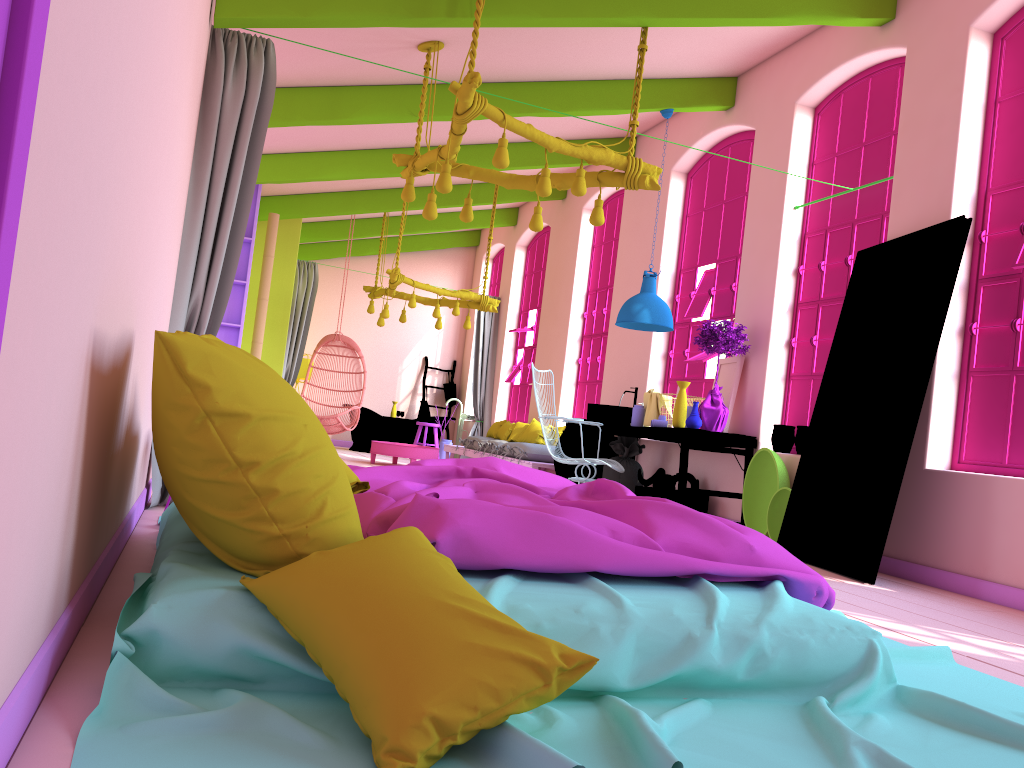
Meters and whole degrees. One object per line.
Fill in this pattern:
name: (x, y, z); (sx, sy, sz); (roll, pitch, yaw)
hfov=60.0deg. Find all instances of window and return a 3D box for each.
window: (1.135, -0.894, 10.874); (0.072, 3.045, 1.275); (8, -3, -19)
window: (1.941, -0.910, 8.549); (0.493, 3.002, 1.497); (8, -3, -19)
window: (3.194, -0.947, 4.933); (0.214, 3.008, 1.514); (8, -3, -19)
window: (0.336, -0.859, 13.194); (0.551, 3.008, 1.514); (8, -3, -19)
window: (2.562, -0.939, 6.733); (0.072, 3.045, 1.275); (8, -3, -19)
window: (-0.285, -0.850, 14.999); (0.072, 3.045, 1.275); (8, -3, -19)

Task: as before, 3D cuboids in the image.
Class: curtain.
curtain: (-3.210, -0.482, 13.044); (0.519, 2.784, 0.525); (9, -3, -38)
curtain: (-0.457, -0.049, 13.983); (0.518, 2.784, 0.525); (7, -2, 0)
curtain: (-1.704, -0.708, 4.998); (0.519, 2.784, 0.525); (9, -3, -38)

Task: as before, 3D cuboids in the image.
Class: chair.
chair: (0.600, 0.497, 7.772); (0.924, 1.238, 1.079); (6, -3, 16)
chair: (-2.230, -0.896, 11.518); (0.860, 3.128, 0.806); (7, -2, 1)
chair: (-1.342, 0.892, 13.624); (0.446, 0.593, 0.473); (5, -3, 40)

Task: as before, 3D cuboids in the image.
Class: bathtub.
bathtub: (-1.885, 0.802, 14.607); (1.890, 0.739, 0.826); (8, -3, -19)

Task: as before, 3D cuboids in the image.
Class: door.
door: (2.269, 0.100, 5.702); (0.450, 2.210, 1.153); (7, -2, -9)
door: (-0.269, -0.667, 0.275); (0.108, 2.589, 1.677); (8, -3, -19)

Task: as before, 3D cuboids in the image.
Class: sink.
sink: (0.969, 0.297, 8.624); (0.340, 0.194, 0.609); (8, -3, -19)

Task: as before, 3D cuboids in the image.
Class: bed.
bed: (0.143, 0.575, 3.282); (2.803, 0.513, 3.576); (8, -3, -19)

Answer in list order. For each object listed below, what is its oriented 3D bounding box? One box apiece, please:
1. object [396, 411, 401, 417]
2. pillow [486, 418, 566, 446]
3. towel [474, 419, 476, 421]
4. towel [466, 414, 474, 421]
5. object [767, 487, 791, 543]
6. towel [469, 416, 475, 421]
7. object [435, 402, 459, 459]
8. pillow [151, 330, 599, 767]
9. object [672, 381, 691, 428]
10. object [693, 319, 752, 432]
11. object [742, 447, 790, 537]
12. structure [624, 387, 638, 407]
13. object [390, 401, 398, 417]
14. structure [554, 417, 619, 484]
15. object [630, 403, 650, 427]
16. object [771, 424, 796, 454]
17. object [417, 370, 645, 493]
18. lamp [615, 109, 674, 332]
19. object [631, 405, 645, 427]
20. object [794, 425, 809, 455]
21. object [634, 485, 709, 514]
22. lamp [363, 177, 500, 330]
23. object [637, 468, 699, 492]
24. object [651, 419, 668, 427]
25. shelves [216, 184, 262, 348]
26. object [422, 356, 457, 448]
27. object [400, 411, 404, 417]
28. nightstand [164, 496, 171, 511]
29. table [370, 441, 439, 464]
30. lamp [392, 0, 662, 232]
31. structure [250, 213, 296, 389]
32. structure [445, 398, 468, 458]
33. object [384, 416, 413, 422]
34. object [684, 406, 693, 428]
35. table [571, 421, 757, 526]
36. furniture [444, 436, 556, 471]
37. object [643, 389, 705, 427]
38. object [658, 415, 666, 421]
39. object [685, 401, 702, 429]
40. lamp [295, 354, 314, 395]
object: (-1.850, 0.522, 14.412); (0.069, 0.170, 0.069); (7, -2, 1)
pillow: (0.106, 0.640, 11.734); (0.578, 0.399, 1.997); (8, -3, -19)
towel: (-0.479, 0.571, 14.635); (0.262, 0.102, 0.247); (8, -3, -23)
towel: (-0.653, 0.577, 15.143); (0.262, 0.102, 0.247); (8, -3, -18)
object: (1.992, 0.977, 6.391); (0.137, 0.462, 0.284); (8, -3, -34)
towel: (-0.566, 0.574, 14.890); (0.247, 0.102, 0.262); (8, -3, -28)
object: (-1.054, 0.748, 14.085); (0.451, 0.987, 0.277); (6, -3, 25)
pillow: (-0.776, 0.270, 2.693); (0.849, 0.822, 2.617); (8, -3, -29)
object: (1.392, 0.172, 7.302); (0.116, 0.382, 0.116); (4, -3, 45)
object: (1.693, -0.071, 7.348); (0.502, 0.950, 0.441); (5, -3, 31)
object: (1.971, 0.857, 6.730); (0.218, 0.733, 0.451); (8, -3, -19)
structure: (1.147, 0.223, 8.712); (0.166, 0.396, 0.087); (7, -2, -9)
object: (-1.939, 0.446, 14.556); (0.097, 0.320, 0.097); (7, -2, -8)
structure: (0.793, 0.804, 9.474); (0.717, 0.844, 0.719); (5, -3, 39)
object: (1.244, 0.298, 8.472); (0.165, 0.249, 0.411); (6, -3, 17)
object: (2.150, 0.438, 7.036); (0.182, 0.222, 0.182); (9, -3, -41)
object: (-1.156, 0.317, 11.704); (2.828, 1.579, 7.865); (8, -3, -18)
lamp: (1.308, -1.502, 8.020); (0.528, 2.001, 0.529); (6, -2, 13)
object: (1.160, 0.296, 8.165); (0.109, 0.197, 0.109); (8, -3, -26)
object: (2.247, 0.435, 6.755); (0.182, 0.222, 0.182); (9, -3, -36)
object: (1.377, 1.067, 7.738); (0.446, 0.277, 0.521); (8, -3, -19)
lamp: (-1.189, -1.797, 11.464); (1.612, 2.263, 1.775); (9, -3, -37)
object: (1.371, 0.980, 7.890); (0.300, 0.448, 0.672); (9, -4, -43)
object: (1.283, 0.352, 7.737); (0.137, 0.076, 0.076); (7, -3, 1)
shelves: (-3.762, -0.873, 9.321); (1.842, 3.103, 0.384); (8, -2, -19)
object: (-1.321, 0.414, 15.576); (0.604, 1.764, 0.410); (8, -2, -19)
object: (-1.810, 0.537, 14.599); (0.069, 0.170, 0.069); (7, -2, 1)
nightstand: (-1.346, 0.476, 4.401); (0.596, 0.458, 0.596); (6, -3, 19)
table: (-1.387, 0.925, 11.437); (0.885, 0.285, 0.886); (6, -3, 7)
lamp: (-0.057, -2.144, 5.992); (1.612, 2.263, 1.775); (9, -3, -37)
structure: (-2.731, -0.559, 10.458); (0.577, 2.813, 0.403); (7, -2, -2)
structure: (-0.923, 0.778, 14.918); (0.451, 1.061, 0.254); (6, -3, 25)
object: (-1.891, 0.588, 14.605); (0.360, 0.068, 1.323); (8, -3, -19)
object: (1.500, 0.288, 7.413); (0.109, 0.197, 0.109); (6, -3, 18)
table: (1.282, 0.798, 8.046); (0.655, 0.820, 2.192); (8, -3, -19)
furniture: (-0.068, 0.979, 11.588); (0.908, 0.507, 3.776); (8, -3, -19)
object: (1.430, 0.240, 8.070); (0.444, 0.369, 0.633); (8, -3, -19)
object: (1.321, 0.336, 7.821); (0.065, 0.118, 0.065); (5, -3, 30)
object: (1.464, 0.252, 7.117); (0.132, 0.219, 0.132); (7, -2, -2)
lamp: (-3.606, 0.216, 14.678); (0.491, 1.466, 0.477); (6, -2, 11)
